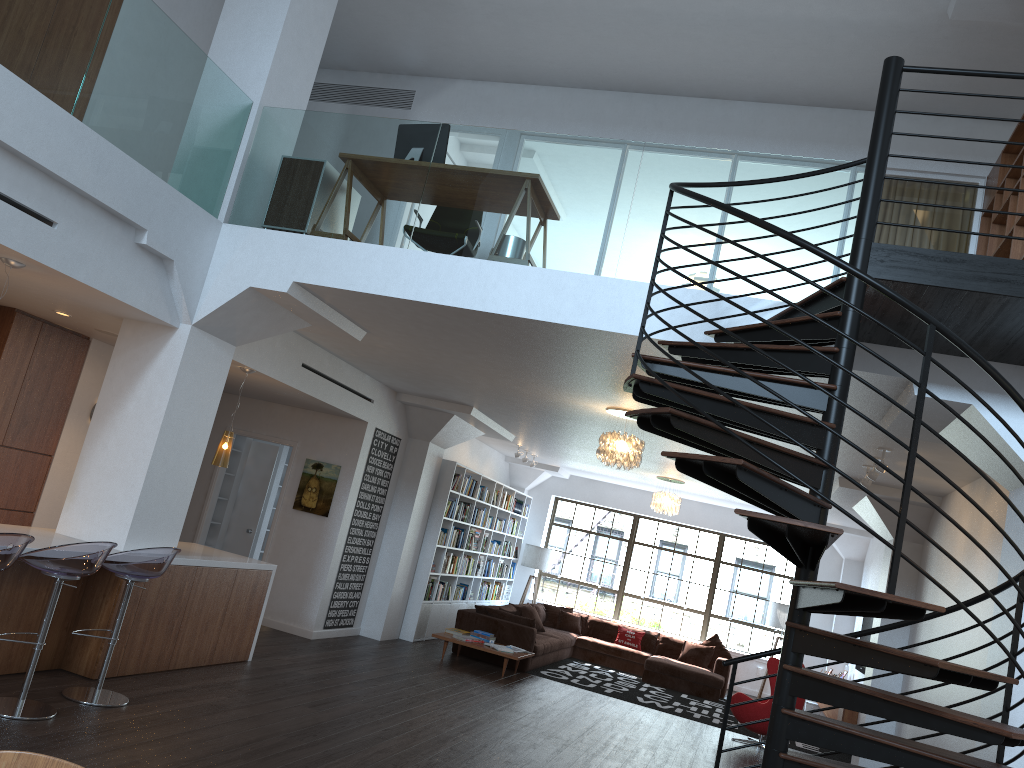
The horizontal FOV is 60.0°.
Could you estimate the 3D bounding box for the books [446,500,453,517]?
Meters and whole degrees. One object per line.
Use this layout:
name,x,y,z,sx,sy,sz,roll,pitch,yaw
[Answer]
books,-0.923,1.696,12.111,0.172,0.235,0.112,10,-10,17

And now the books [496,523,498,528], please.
books,-0.304,2.293,14.472,0.128,0.178,0.021,10,-10,17

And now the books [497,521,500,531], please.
books,-0.272,2.325,14.563,0.106,0.162,0.032,10,-10,17

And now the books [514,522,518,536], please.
books,-0.013,2.531,15.600,0.174,0.240,0.045,10,-10,16

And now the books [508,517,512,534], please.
books,-0.115,2.404,15.171,0.176,0.290,0.053,10,-10,16

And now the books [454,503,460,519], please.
books,-0.855,1.770,12.439,0.174,0.236,0.142,10,-10,17

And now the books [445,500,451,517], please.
books,-0.934,1.690,12.081,0.152,0.232,0.104,10,-10,17

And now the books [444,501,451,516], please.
books,-0.947,1.689,12.053,0.161,0.218,0.101,10,-10,17

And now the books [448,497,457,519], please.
books,-0.873,1.707,12.265,0.176,0.290,0.053,10,-10,17

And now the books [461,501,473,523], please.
books,-0.692,1.882,13.014,0.176,0.291,0.053,10,-10,17

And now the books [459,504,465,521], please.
books,-0.789,1.823,12.680,0.171,0.246,0.039,10,-10,17

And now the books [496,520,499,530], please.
books,-0.299,2.302,14.497,0.126,0.173,0.032,10,-10,17

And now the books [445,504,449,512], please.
books,-0.965,1.689,11.975,0.161,0.182,0.170,10,-10,17

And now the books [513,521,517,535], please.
books,-0.026,2.506,15.509,0.160,0.250,0.026,10,-10,16

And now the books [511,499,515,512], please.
books,-0.049,2.067,15.178,0.161,0.223,0.032,10,-10,17

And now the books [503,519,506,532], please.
books,-0.196,2.372,14.913,0.158,0.226,0.052,10,-10,17

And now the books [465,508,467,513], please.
books,-0.754,1.866,12.811,0.161,0.223,0.033,10,-10,17

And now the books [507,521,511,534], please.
books,-0.124,2.429,15.126,0.161,0.223,0.026,10,-10,16

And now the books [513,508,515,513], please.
books,-0.026,2.089,15.272,0.161,0.223,0.033,10,-10,17

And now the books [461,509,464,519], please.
books,-0.784,1.842,12.713,0.161,0.223,0.033,10,-10,17

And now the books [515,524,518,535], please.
books,0.004,2.549,15.629,0.161,0.223,0.026,10,-10,16

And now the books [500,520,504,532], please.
books,-0.227,2.358,14.787,0.136,0.196,0.045,10,-10,17

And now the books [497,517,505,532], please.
books,-0.204,2.359,14.867,0.140,0.231,0.042,10,-10,17

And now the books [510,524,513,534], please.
books,-0.078,2.474,15.319,0.161,0.223,0.027,10,-10,16

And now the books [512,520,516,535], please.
books,-0.039,2.492,15.471,0.180,0.259,0.060,10,-10,16

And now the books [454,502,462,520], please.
books,-0.829,1.782,12.525,0.183,0.253,0.042,10,-10,17

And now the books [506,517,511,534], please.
books,-0.151,2.380,15.069,0.198,0.284,0.066,10,-10,16

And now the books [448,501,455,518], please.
books,-0.905,1.710,12.191,0.174,0.242,0.105,10,-10,17

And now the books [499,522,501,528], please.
books,-0.262,2.337,14.666,0.128,0.178,0.022,10,-10,17

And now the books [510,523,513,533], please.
books,-0.088,2.453,15.282,0.171,0.246,0.057,10,-10,16

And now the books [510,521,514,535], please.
books,-0.075,2.473,15.355,0.174,0.240,0.045,10,-10,16

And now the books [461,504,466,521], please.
books,-0.773,1.836,12.751,0.183,0.253,0.042,10,-10,17

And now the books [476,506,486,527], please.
books,-0.524,2.034,13.643,0.176,0.290,0.053,10,-10,17

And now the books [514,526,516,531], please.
books,-0.024,2.525,15.532,0.161,0.223,0.027,10,-10,16

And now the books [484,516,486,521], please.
books,-0.499,2.092,13.738,0.161,0.223,0.026,10,-10,17

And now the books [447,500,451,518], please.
books,-0.922,1.702,12.155,0.172,0.239,0.093,10,-10,17

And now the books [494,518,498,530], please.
books,-0.323,2.261,14.390,0.146,0.202,0.027,10,-10,17

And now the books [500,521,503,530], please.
books,-0.237,2.355,14.732,0.128,0.178,0.022,10,-10,17

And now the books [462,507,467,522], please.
books,-0.754,1.861,12.779,0.161,0.223,0.032,10,-10,17

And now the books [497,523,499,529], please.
books,-0.278,2.317,14.540,0.107,0.167,0.017,10,-10,17

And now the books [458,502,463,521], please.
books,-0.812,1.798,12.608,0.180,0.259,0.042,10,-10,17

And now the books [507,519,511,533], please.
books,-0.130,2.410,15.105,0.160,0.250,0.026,10,-10,16

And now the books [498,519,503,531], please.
books,-0.236,2.348,14.756,0.127,0.200,0.020,10,-10,17

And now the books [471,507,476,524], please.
books,-0.641,1.941,13.166,0.182,0.253,0.034,10,-10,17

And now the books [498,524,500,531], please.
books,-0.261,2.343,14.624,0.110,0.153,0.019,10,-10,17

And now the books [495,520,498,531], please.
books,-0.313,2.279,14.446,0.139,0.191,0.036,10,-10,17

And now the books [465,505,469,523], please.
books,-0.727,1.879,12.926,0.160,0.251,0.031,10,-10,17

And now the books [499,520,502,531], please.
books,-0.257,2.340,14.691,0.134,0.184,0.030,10,-10,17

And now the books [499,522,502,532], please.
books,-0.244,2.350,14.713,0.128,0.178,0.021,10,-10,17

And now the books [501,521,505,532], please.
books,-0.215,2.370,14.824,0.139,0.191,0.036,10,-10,17

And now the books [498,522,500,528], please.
books,-0.271,2.328,14.590,0.120,0.167,0.020,10,-10,17

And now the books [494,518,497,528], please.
books,-0.332,2.256,14.366,0.127,0.200,0.020,10,-10,17

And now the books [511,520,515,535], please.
books,-0.053,2.477,15.390,0.183,0.253,0.034,10,-10,16

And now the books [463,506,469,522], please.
books,-0.737,1.869,12.853,0.174,0.240,0.054,10,-10,17

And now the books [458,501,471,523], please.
books,-0.721,1.871,12.970,0.198,0.284,0.049,10,-10,17

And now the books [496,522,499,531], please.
books,-0.292,2.310,14.523,0.122,0.169,0.023,10,-10,17

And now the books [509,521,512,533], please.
books,-0.108,2.432,15.209,0.183,0.253,0.034,10,-10,16

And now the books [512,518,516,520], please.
books,-0.049,2.466,15.429,0.176,0.290,0.036,10,-10,16

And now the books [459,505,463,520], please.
books,-0.801,1.811,12.644,0.160,0.251,0.039,10,-10,17
